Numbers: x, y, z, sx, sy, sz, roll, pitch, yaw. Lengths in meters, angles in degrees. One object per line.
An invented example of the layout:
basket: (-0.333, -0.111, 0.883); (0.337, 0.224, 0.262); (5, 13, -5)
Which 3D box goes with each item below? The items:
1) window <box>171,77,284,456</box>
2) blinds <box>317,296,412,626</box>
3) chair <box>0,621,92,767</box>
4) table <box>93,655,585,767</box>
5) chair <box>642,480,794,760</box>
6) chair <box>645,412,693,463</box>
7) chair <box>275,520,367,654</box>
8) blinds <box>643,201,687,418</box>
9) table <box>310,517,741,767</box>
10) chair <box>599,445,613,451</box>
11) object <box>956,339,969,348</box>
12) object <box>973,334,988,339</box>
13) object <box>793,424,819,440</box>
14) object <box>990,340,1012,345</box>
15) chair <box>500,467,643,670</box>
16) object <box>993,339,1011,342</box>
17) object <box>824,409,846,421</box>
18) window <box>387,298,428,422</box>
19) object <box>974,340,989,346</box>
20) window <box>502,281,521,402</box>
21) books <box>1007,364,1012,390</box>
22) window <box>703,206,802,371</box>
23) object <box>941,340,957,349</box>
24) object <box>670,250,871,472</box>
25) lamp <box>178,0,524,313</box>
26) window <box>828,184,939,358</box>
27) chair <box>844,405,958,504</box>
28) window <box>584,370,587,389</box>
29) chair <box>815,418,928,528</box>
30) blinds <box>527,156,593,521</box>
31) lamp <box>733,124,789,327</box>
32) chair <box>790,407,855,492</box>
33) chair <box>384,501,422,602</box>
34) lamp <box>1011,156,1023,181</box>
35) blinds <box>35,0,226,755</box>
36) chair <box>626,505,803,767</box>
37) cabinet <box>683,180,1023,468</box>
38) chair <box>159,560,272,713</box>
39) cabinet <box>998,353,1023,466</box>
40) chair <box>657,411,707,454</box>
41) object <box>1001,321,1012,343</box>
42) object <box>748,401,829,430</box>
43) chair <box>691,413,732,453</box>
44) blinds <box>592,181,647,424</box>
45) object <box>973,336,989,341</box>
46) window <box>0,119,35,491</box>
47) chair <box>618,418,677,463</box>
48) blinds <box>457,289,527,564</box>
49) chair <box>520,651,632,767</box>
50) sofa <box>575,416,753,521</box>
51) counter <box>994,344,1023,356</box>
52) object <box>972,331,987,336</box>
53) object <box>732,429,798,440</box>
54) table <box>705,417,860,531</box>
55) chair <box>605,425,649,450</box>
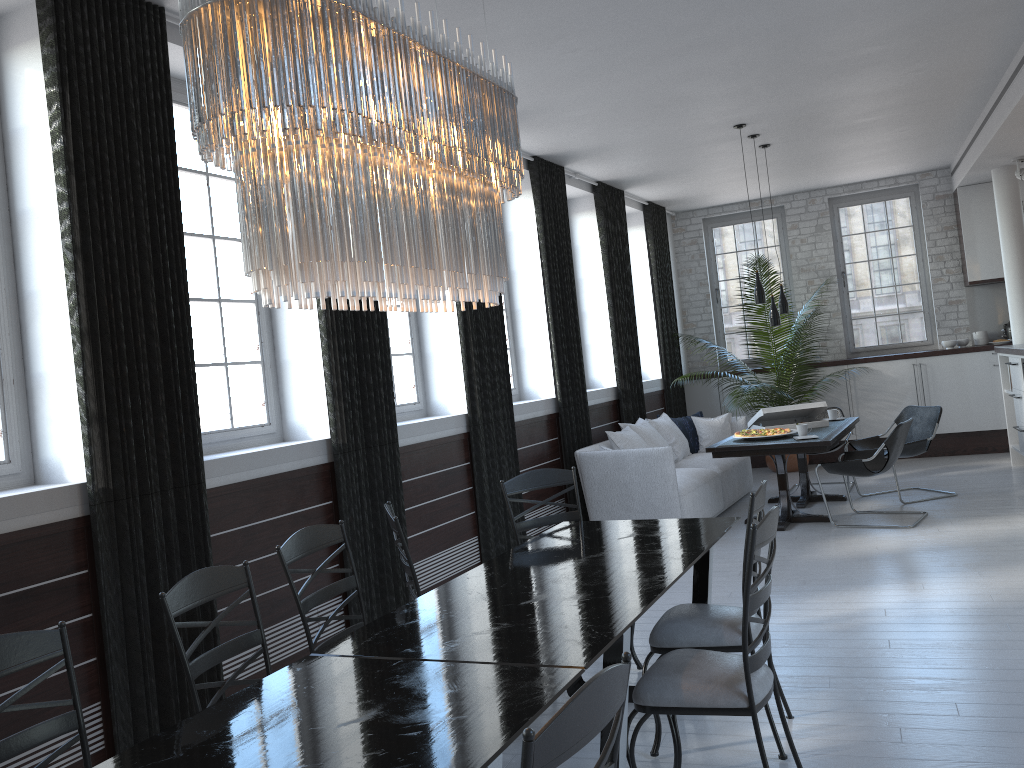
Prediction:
window: (-1.649, -0.625, 4.658); (0.133, 1.993, 1.034); (-7, -1, 27)
blinds: (-0.889, -0.151, 5.151); (0.087, 3.317, 0.624); (-7, -2, 27)
chair: (-1.020, 1.083, 2.062); (0.502, 0.965, 0.497); (-7, -1, 29)
table: (-0.605, 1.168, 1.534); (0.889, 0.697, 1.999); (-6, 0, 26)
chair: (0.770, 0.871, 3.405); (0.502, 0.965, 0.496); (-7, -1, 21)
chair: (1.522, 0.524, 8.703); (0.374, 0.465, 0.566); (-7, 0, 28)
chair: (-0.517, 1.012, 3.357); (0.502, 0.965, 0.497); (-7, -1, 25)
blinds: (1.902, -0.522, 10.697); (0.102, 3.317, 0.624); (-7, -2, 27)
table: (0.259, 1.052, 3.339); (0.889, 0.697, 1.999); (-6, 0, 26)
chair: (0.889, 0.705, 7.346); (0.234, 0.395, 0.467); (-6, 0, -11)
object: (5.155, -0.465, 10.144); (0.156, 0.093, 0.156); (-6, 0, 2)
object: (5.383, -0.537, 10.179); (0.153, 0.062, 0.153); (-7, 0, -40)
object: (2.315, 0.379, 7.013); (0.175, 0.097, 0.301); (-6, 0, 11)
object: (5.430, -0.458, 9.818); (0.261, 0.028, 0.262); (-6, 1, 9)
chair: (0.273, 0.914, 4.355); (0.497, 0.965, 0.502); (-6, -1, -16)
object: (5.423, -0.473, 9.823); (0.137, 0.044, 0.138); (-6, 0, -17)
object: (2.992, 0.288, 8.264); (0.204, 0.098, 0.176); (-6, 0, 26)
window: (-0.953, -0.717, 6.036); (0.133, 1.993, 1.034); (-7, -1, 27)
object: (5.394, -0.472, 10.178); (0.153, 0.055, 0.153); (-6, 0, -26)
window: (-0.258, -0.810, 7.412); (0.133, 1.993, 1.034); (-7, -1, 27)
books: (4.971, -0.106, 8.570); (0.253, 0.323, 0.510); (-7, 0, 21)
window: (3.062, -1.205, 11.310); (1.032, 1.993, 0.133); (-7, -2, 21)
object: (4.992, -0.447, 10.107); (0.156, 0.093, 0.157); (-6, 0, 20)
object: (2.837, -0.246, 10.284); (2.403, 2.625, 1.918); (-6, -1, -21)
lamp: (-0.399, -1.026, 2.502); (0.440, 1.627, 1.274); (-7, -1, 26)
window: (6.493, -1.944, 14.817); (8.123, 6.075, 9.156); (-6, 0, 21)
chair: (3.432, 0.614, 7.848); (0.665, 0.778, 0.670); (-6, -1, -14)
window: (0.440, -0.902, 8.787); (0.133, 1.993, 1.034); (-7, -1, 27)
chair: (2.830, 0.689, 6.994); (0.663, 0.778, 0.672); (-7, -1, 36)
blinds: (0.496, -0.335, 7.874); (0.098, 3.317, 0.624); (-7, -2, 27)
lamp: (2.207, -1.428, 7.782); (0.113, 1.854, 1.057); (-7, -1, 28)
chair: (2.989, 0.652, 8.710); (0.669, 0.778, 0.665); (-7, -1, 26)
chair: (-0.265, 0.978, 3.917); (0.504, 0.965, 0.495); (-6, -1, -12)
lamp: (4.948, -2.072, 8.571); (0.183, 0.239, 0.183); (-7, -1, 24)
blinds: (-1.572, -0.060, 3.769); (0.111, 3.317, 0.605); (-7, -2, 27)
chair: (0.641, 0.892, 2.853); (0.502, 0.965, 0.497); (-7, -1, 26)
cabinet: (4.331, -0.593, 7.078); (7.217, 3.003, 7.308); (-6, 0, 21)
chair: (-0.704, 1.035, 2.694); (0.502, 0.956, 0.491); (-7, -1, 20)
cabinet: (4.868, 0.273, 6.732); (1.498, 1.172, 4.174); (-6, 0, 21)
chair: (1.744, 0.530, 9.097); (0.625, 0.499, 0.333); (-6, -1, -29)
object: (5.719, -0.624, 9.945); (0.413, 0.291, 0.279); (-6, 0, 21)
object: (2.488, 0.287, 8.027); (0.591, 0.216, 0.587); (-6, 0, 0)
chair: (2.076, 0.521, 9.038); (0.458, 0.438, 0.219); (-6, -1, -10)
blinds: (1.209, -0.429, 9.279); (0.111, 3.317, 0.740); (-7, -2, 27)
object: (5.388, -0.507, 10.178); (0.153, 0.074, 0.153); (-6, 0, 24)
window: (-2.340, -0.533, 3.284); (0.133, 1.993, 1.034); (-7, -1, 27)
chair: (1.297, 0.575, 8.274); (0.391, 0.506, 0.598); (-7, 0, 28)
blinds: (-0.201, -0.243, 6.531); (0.102, 3.317, 0.624); (-7, -2, 27)
chair: (-0.040, 0.982, 1.532); (0.502, 0.965, 0.497); (-7, -1, 28)
sofa: (1.482, 0.824, 8.178); (0.918, 0.771, 2.660); (-6, 0, 28)
counter: (4.808, -0.312, 6.758); (1.444, 0.061, 4.205); (-6, 1, 21)
object: (5.380, -0.569, 10.182); (0.153, 0.075, 0.153); (-6, 0, -12)
object: (2.104, 0.429, 7.357); (0.531, 0.042, 0.533); (-6, 1, 18)
table: (2.448, 0.758, 7.714); (0.957, 0.703, 1.920); (-6, 0, 28)
chair: (1.083, 0.597, 7.852); (0.359, 0.437, 0.530); (-7, 0, 29)
